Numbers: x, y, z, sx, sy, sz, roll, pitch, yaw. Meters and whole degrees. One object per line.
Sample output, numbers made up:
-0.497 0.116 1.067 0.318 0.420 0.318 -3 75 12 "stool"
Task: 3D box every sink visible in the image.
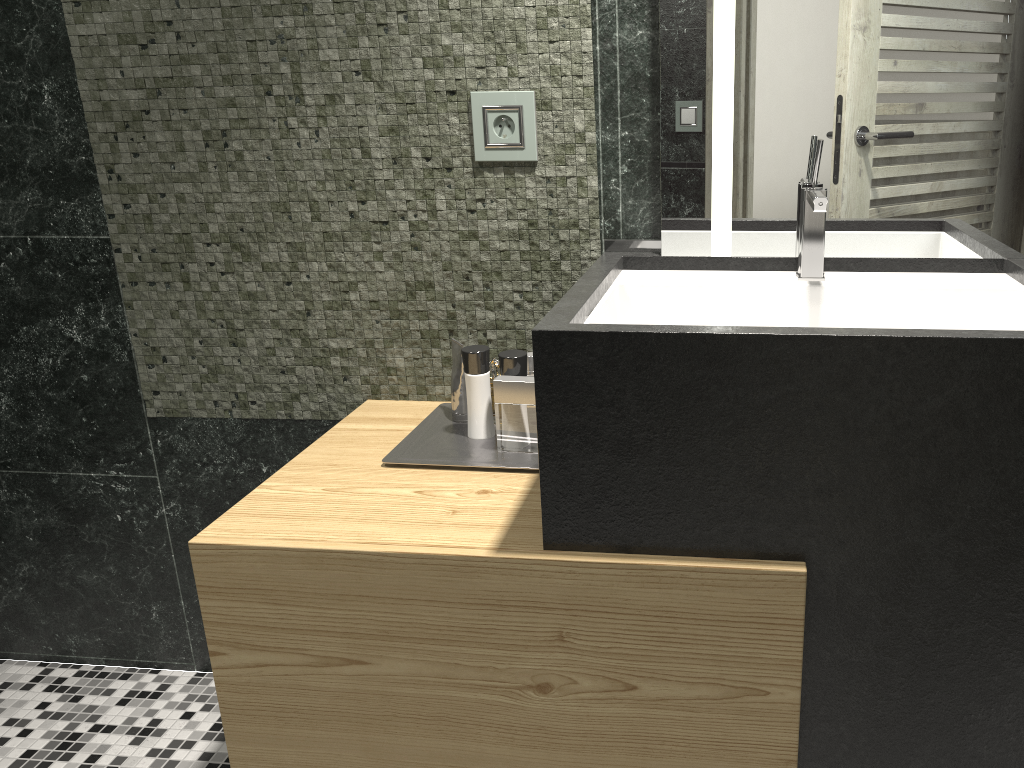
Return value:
0.492 -0.169 1.386 0.708 0.408 0.554 2 18 9 "sink"

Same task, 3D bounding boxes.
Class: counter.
0.264 0.341 1.569 1.300 1.051 0.657 1 18 8 "counter"

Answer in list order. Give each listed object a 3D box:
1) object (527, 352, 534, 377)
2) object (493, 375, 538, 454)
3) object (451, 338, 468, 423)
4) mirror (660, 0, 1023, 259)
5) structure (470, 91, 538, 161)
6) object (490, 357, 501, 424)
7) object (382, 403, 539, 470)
0.041 0.016 1.672 0.082 0.153 0.032 0 18 9 "object"
0.015 0.056 1.572 0.082 0.136 0.032 1 18 12 "object"
-0.102 -0.006 1.728 0.044 0.163 0.047 2 18 17 "object"
0.576 -0.993 1.417 0.666 1.575 0.043 -1 18 7 "mirror"
-0.015 -0.491 1.666 0.121 0.128 0.017 0 18 7 "structure"
-0.016 0.011 1.719 0.081 0.133 0.059 2 18 15 "object"
-0.035 0.097 1.657 0.309 0.011 0.325 3 18 11 "object"
